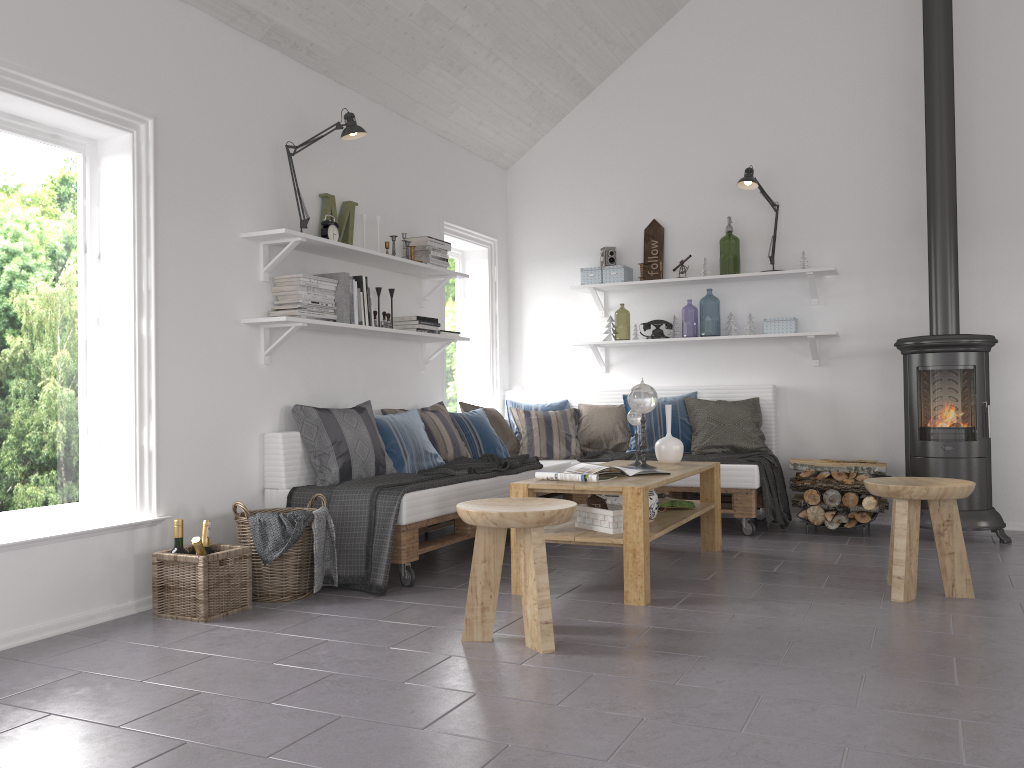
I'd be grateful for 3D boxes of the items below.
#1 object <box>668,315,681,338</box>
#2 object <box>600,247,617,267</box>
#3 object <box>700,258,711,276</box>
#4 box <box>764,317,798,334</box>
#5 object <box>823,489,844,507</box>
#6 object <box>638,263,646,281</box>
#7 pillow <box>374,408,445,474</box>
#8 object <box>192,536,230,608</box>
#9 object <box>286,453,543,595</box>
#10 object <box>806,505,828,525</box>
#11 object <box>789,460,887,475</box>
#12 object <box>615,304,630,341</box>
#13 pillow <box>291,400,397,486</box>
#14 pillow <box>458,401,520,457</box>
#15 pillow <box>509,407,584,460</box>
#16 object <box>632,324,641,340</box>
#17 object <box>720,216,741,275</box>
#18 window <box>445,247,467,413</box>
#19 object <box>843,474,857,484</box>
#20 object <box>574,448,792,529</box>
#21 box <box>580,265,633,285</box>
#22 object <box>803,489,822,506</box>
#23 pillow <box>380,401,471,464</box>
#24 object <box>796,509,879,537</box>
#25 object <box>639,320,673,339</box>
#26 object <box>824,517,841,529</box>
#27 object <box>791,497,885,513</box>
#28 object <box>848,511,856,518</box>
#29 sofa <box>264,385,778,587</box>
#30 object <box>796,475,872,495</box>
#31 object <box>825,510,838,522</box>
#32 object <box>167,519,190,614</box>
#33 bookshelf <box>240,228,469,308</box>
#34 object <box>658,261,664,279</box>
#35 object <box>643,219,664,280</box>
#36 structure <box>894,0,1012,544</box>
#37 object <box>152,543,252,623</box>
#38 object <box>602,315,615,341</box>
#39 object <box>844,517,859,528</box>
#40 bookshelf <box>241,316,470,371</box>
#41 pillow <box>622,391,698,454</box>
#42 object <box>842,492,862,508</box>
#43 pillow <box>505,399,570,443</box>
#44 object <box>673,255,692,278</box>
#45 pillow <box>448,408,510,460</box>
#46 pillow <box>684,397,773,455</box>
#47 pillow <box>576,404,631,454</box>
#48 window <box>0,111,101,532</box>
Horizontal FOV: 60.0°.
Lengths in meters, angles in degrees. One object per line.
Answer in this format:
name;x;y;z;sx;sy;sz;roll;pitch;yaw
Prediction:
object;1.150;-0.401;6.272;0.127;0.176;0.007;-1;-1;31
object;0.713;-0.922;6.482;0.121;0.157;0.117;-1;-1;-15
object;1.330;-0.802;6.104;0.075;0.147;0.075;-1;-1;-8
box;1.798;-0.381;5.926;0.202;0.110;0.137;-1;-1;25
object;2.018;0.688;5.549;0.110;0.109;0.463;-1;-1;23
object;0.927;-0.795;6.320;0.085;0.152;0.085;0;-1;-41
pillow;-0.625;0.341;4.957;0.331;0.401;0.525;-2;-1;44
object;-1.220;0.764;3.583;0.095;0.332;0.284;-1;-1;4
object;-0.428;0.672;4.817;0.685;0.533;1.892;-1;-1;25
object;1.964;0.808;5.600;0.118;0.142;0.520;-1;-1;29
object;1.972;0.504;5.394;0.571;0.079;0.115;-1;-1;26
object;0.792;-0.441;6.362;0.111;0.270;0.111;-2;-1;43
pillow;-0.859;0.307;4.570;0.301;0.444;0.534;-2;-1;42
pillow;-0.133;0.333;6.091;0.334;0.438;0.545;-1;-1;30
pillow;0.255;0.355;6.191;0.516;0.392;0.358;-1;-1;-6
object;0.878;-0.371;6.277;0.072;0.124;0.068;-1;-1;10
object;1.487;-0.939;6.060;0.136;0.415;0.136;0;-1;-32
window;-0.519;-0.215;6.482;0.052;1.655;0.685;-1;-1;25
object;2.093;0.571;5.466;0.059;0.048;0.529;-1;-1;25
object;1.075;0.676;5.828;1.449;0.508;0.716;-1;-1;15
box;0.698;-0.778;6.484;0.332;0.131;0.242;-1;-1;25
object;1.925;0.692;5.620;0.103;0.107;0.516;-1;-1;24
pillow;-0.489;0.324;5.315;0.316;0.438;0.546;-2;-1;38
object;2.048;0.856;5.557;0.456;0.118;0.478;-1;-1;25
object;1.020;-0.382;6.284;0.171;0.146;0.203;0;-1;-41
object;2.035;0.839;5.540;0.095;0.063;0.562;-1;-1;26
object;2.015;0.751;5.492;0.539;0.070;0.101;-1;-1;26
object;2.117;0.785;5.487;0.046;0.033;0.425;-1;-1;25
sofa;0.299;0.478;5.192;2.017;0.932;2.855;-1;-1;25
object;1.970;0.612;5.362;0.480;0.104;0.126;-1;-1;27
object;2.013;0.800;5.538;0.057;0.050;0.561;-1;-1;25
object;-1.350;0.738;3.595;0.095;0.377;0.095;0;-1;-29
bookshelf;-0.788;-0.609;5.005;0.269;0.212;1.820;-1;-1;25
object;1.057;-0.796;6.278;0.052;0.148;0.052;-1;-1;-13
object;1.023;-0.957;6.408;0.154;0.480;0.053;-1;-1;30
structure;2.535;-1.539;5.319;0.643;4.887;0.626;-1;-1;1
object;-1.263;0.810;3.624;0.276;0.270;0.276;-1;-1;25
object;0.717;-0.402;6.417;0.113;0.195;0.107;-1;-1;32
object;2.133;0.831;5.513;0.096;0.067;0.467;-1;-1;25
bookshelf;-0.782;-0.199;4.999;0.269;0.212;1.820;-1;-1;25
pillow;1.024;0.266;6.012;0.526;0.428;0.311;-1;-1;4
object;2.111;0.696;5.505;0.102;0.102;0.561;-1;-1;24
pillow;0.211;0.321;6.485;0.534;0.437;0.287;-1;-1;-2
object;1.192;-0.810;6.224;0.092;0.172;0.177;-1;-1;-7
pillow;-0.246;0.359;5.688;0.341;0.408;0.523;-2;-1;41
pillow;1.417;0.280;5.843;0.519;0.395;0.334;-1;-1;3
pillow;0.660;0.327;6.196;0.521;0.381;0.366;-1;-1;22
window;-1.904;-0.243;3.481;0.117;1.655;0.685;-1;-1;25
